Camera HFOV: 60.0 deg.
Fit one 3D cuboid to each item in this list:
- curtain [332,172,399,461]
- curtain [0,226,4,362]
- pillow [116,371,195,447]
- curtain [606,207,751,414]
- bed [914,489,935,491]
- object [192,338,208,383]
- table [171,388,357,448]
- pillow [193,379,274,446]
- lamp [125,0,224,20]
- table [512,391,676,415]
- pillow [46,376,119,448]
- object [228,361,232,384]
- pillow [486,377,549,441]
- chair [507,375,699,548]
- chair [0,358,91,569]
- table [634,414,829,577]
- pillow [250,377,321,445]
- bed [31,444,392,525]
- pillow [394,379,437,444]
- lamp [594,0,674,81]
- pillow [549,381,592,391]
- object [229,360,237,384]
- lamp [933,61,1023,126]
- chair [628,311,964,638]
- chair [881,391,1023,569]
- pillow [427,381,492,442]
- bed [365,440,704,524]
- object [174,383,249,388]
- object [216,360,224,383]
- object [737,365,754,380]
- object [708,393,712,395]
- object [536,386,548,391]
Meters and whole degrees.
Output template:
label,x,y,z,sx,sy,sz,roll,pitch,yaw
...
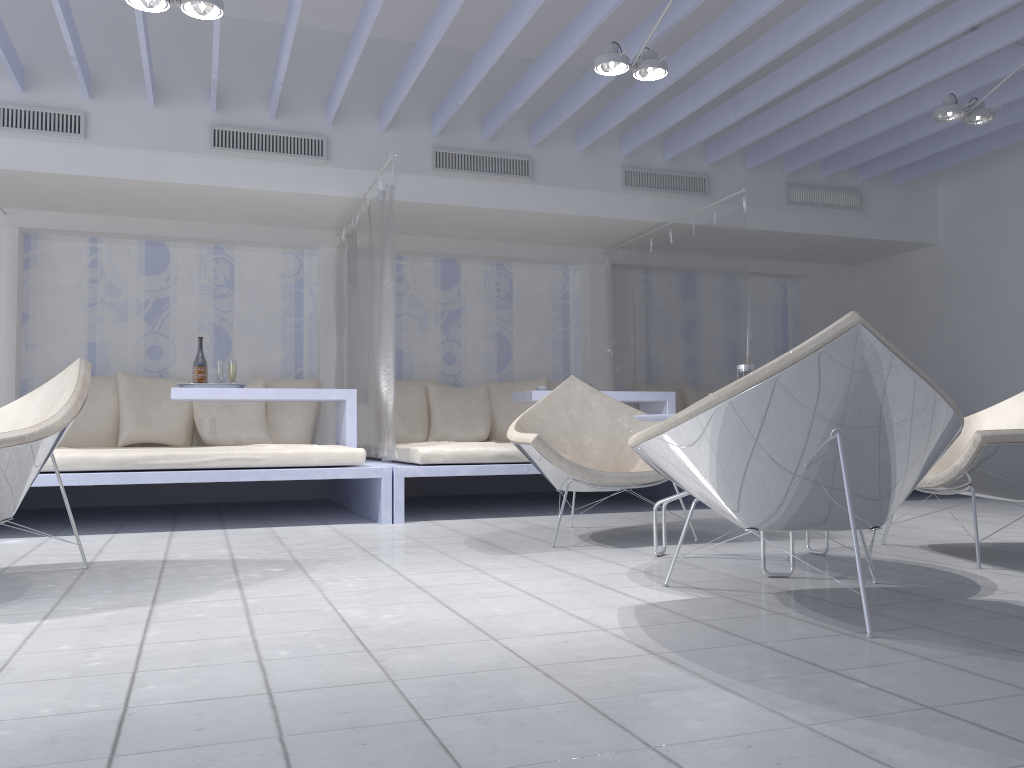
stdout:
label,x,y,z,sx,sy,sz,roll,pitch,yaw
curtain,-0.952,-0.316,5.612,0.151,1.552,2.050,1,-3,-19
curtain,-3.039,-0.315,4.917,0.125,1.559,1.998,1,-3,-21
pillow,-2.449,0.177,6.096,0.537,0.527,0.233,2,-4,-40
curtain,1.128,-0.270,6.388,0.125,1.559,1.998,1,-3,-21
bed,2.168,0.612,6.716,2.200,0.427,2.016,1,-3,-19
object,-1.883,-0.131,5.355,0.092,0.302,0.092,-3,-4,38
table,-1.519,0.262,5.442,1.065,0.450,0.416,1,-3,-19
pillow,-1.954,0.203,6.211,0.528,0.482,0.307,1,-3,-24
lamp,-1.318,-1.673,3.460,0.380,0.218,0.587,1,-3,-19
table,0.570,0.284,6.180,1.065,0.450,0.416,1,-3,-19
pillow,-2.864,0.197,5.975,0.524,0.521,0.230,0,-3,-17
object,-1.719,-0.055,5.434,0.059,0.174,0.059,-3,-4,38
pillow,0.047,0.204,6.978,0.537,0.527,0.233,-1,-3,1
chair,0.391,0.316,4.089,0.906,0.759,0.753,0,-3,-16
chair,-1.773,0.272,2.940,0.906,0.759,0.753,-3,-4,41
table,0.864,0.379,3.231,0.823,0.534,0.825,2,-4,-42
pillow,-1.663,0.198,6.411,0.572,0.510,0.231,1,-3,-19
bed,-2.005,0.570,5.258,2.200,0.422,2.022,1,-3,-19
pillow,-0.763,0.208,6.728,0.572,0.510,0.231,1,-3,-20
lamp,0.653,-1.652,4.156,0.380,0.218,0.587,1,-3,-19
pillow,0.445,0.233,7.144,0.524,0.521,0.230,1,-3,-22
object,-1.692,-0.058,5.375,0.059,0.174,0.059,-3,-4,38
lamp,2.644,-1.630,4.859,0.380,0.218,0.587,1,-3,-19
chair,0.806,0.221,2.421,0.906,0.759,0.753,0,-3,-2
chair,1.891,0.265,3.390,0.753,0.759,0.906,0,-3,-5
pillow,-0.411,0.219,6.756,0.528,0.482,0.307,0,-3,-15
bed,0.083,0.589,5.979,2.200,0.427,2.016,1,-3,-19
object,-1.811,0.018,5.358,0.429,0.031,0.275,1,-3,-18
object,-1.780,-0.056,5.412,0.059,0.174,0.059,-3,-4,38
object,0.870,0.022,3.295,0.075,0.185,0.075,-3,-4,33
object,0.811,0.083,3.551,0.068,0.091,0.068,1,-4,-30
object,0.205,0.037,6.116,0.082,0.043,0.082,-2,-4,32
